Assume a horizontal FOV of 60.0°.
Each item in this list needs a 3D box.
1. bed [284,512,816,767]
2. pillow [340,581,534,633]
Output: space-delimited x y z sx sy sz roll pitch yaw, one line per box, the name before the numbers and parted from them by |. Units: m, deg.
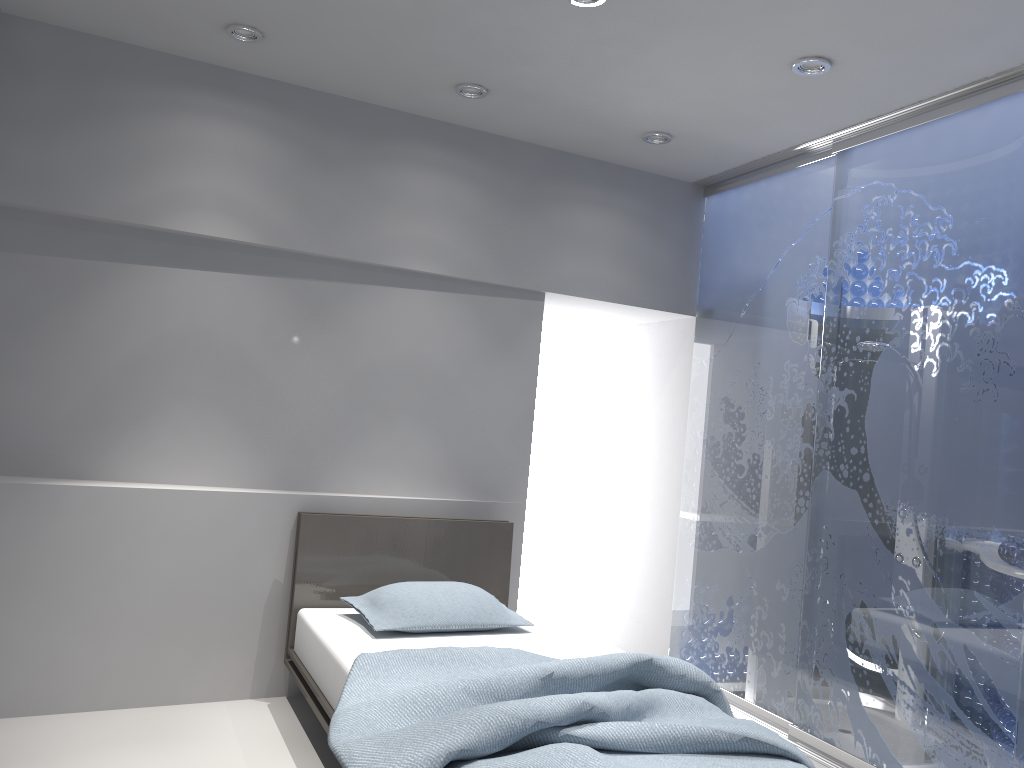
bed | -0.084 0.987 3.095 1.411 0.752 2.319 6 -3 -24
pillow | -0.311 0.943 3.779 0.746 0.173 0.417 7 -3 -29
